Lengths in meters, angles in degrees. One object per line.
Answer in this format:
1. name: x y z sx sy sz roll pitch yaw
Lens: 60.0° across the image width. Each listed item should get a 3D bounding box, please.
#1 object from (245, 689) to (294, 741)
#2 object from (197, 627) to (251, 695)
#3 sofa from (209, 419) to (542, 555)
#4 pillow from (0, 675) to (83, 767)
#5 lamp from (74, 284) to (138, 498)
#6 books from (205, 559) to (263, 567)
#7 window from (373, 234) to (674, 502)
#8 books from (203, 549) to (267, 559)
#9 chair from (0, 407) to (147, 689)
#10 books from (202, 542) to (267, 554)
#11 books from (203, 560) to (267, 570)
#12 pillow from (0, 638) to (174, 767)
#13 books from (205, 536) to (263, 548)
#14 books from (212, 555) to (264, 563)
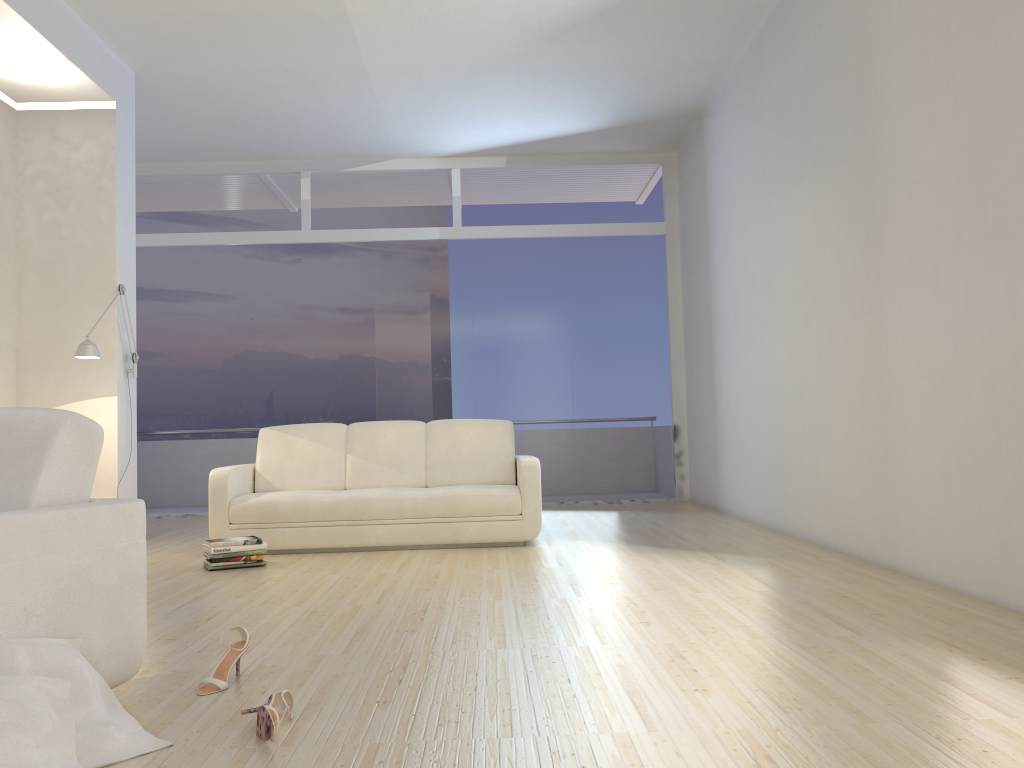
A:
1. object: -0.640 0.848 2.280 0.121 0.091 0.287 -2 -3 -3
2. object: -0.887 0.843 2.727 0.089 0.149 0.265 -2 -3 11
3. sofa: -0.902 0.685 6.230 2.166 0.862 0.941 -2 -3 -2
4. pillow: -1.176 0.755 1.692 0.712 0.287 0.299 1 -4 -39
5. lamp: -2.800 0.198 6.085 0.204 1.841 0.891 -1 -3 -6
6. books: -1.652 1.048 5.263 0.287 0.018 0.247 0 -4 -28
7. window: 0.115 -0.150 9.032 2.988 2.706 0.012 -2 -3 -2
8. books: -1.648 1.000 5.268 0.328 0.027 0.247 0 -4 -26
9. chair: -1.613 0.470 2.339 0.919 0.828 0.941 -3 -3 18
10. books: -1.649 0.967 5.270 0.319 0.038 0.247 0 -4 -30
11. books: -1.646 1.066 5.264 0.328 0.018 0.247 0 -4 -26
12. pillow: -1.106 0.735 1.976 0.312 0.315 0.615 -3 -4 25
13. books: -1.656 0.936 5.269 0.287 0.025 0.247 0 -4 -28
14. books: -1.629 1.027 5.272 0.287 0.025 0.247 -1 -3 -17
